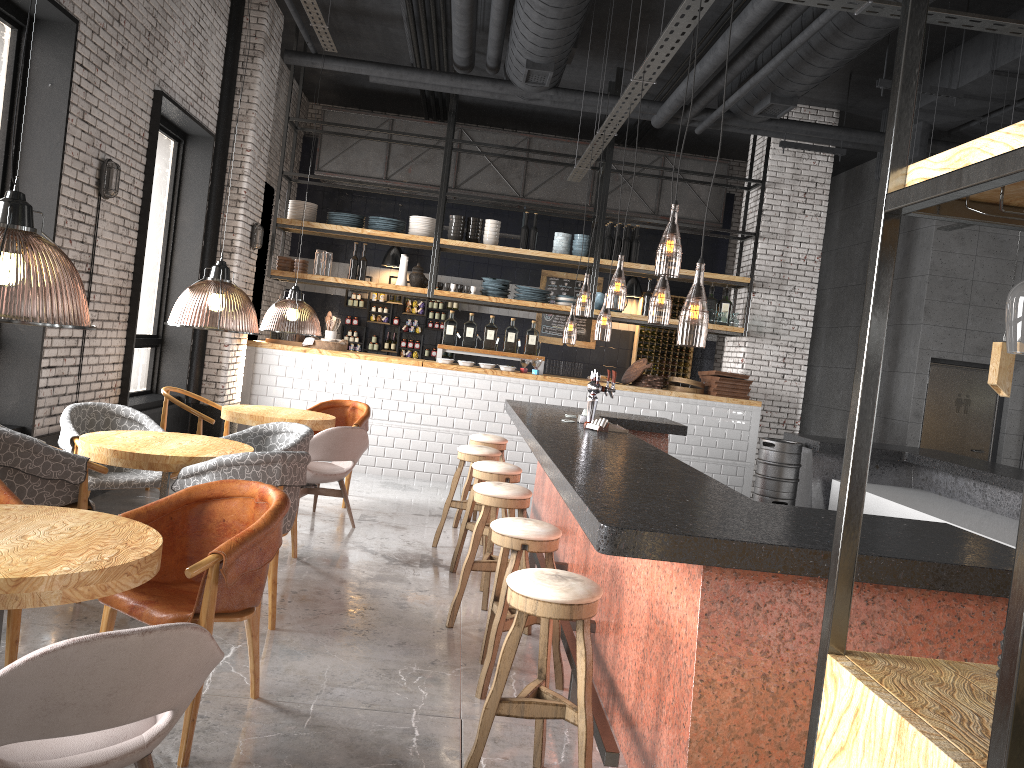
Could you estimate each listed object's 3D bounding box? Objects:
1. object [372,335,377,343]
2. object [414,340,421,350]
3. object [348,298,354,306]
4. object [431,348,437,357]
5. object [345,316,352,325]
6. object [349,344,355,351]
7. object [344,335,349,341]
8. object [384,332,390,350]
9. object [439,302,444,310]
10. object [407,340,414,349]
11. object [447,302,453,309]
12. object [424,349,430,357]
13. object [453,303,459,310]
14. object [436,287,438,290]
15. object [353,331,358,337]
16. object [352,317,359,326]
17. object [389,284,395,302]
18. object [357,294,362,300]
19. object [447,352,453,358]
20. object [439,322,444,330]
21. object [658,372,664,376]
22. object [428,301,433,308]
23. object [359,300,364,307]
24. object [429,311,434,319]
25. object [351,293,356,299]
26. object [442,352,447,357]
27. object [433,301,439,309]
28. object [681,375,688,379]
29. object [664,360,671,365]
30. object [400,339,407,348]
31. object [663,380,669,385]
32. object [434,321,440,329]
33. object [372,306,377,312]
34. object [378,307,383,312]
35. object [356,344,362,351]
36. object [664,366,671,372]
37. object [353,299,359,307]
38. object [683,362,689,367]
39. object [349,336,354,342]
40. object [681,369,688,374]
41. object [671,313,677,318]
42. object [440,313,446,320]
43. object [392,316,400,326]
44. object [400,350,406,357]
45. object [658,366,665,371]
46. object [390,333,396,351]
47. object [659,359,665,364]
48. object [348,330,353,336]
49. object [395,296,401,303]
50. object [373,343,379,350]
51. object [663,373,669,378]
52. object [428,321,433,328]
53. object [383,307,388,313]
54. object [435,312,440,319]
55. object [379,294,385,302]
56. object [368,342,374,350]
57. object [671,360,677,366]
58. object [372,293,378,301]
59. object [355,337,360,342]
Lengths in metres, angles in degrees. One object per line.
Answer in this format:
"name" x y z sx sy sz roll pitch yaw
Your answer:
"object" -2.105 -0.687 13.568 0.076 0.111 0.076 7 2 -9
"object" -1.452 -0.601 13.626 0.100 0.139 0.088 7 1 -3
"object" -2.459 -1.248 13.528 0.076 0.111 0.076 7 2 7
"object" -1.195 -0.482 13.644 0.100 0.139 0.088 7 1 -3
"object" -2.498 -0.972 13.556 0.100 0.139 0.088 7 1 -3
"object" -2.450 -0.566 13.574 0.090 0.101 0.111 5 2 -42
"object" -2.525 -0.698 13.539 0.071 0.083 0.071 7 2 7
"object" -1.910 -0.661 13.593 0.079 0.280 0.079 7 1 5
"object" -1.084 -1.200 13.610 0.076 0.111 0.076 7 2 -9
"object" -1.554 -0.613 13.620 0.100 0.139 0.088 7 1 -3
"object" -0.948 -1.293 13.633 0.079 0.280 0.079 6 1 -30
"object" -1.307 -0.480 13.616 0.076 0.111 0.076 6 2 -39
"object" -0.854 -1.282 13.638 0.079 0.280 0.079 7 1 -10
"object" -1.141 -1.430 13.603 0.076 0.111 0.076 7 2 -9
"object" -2.394 -0.766 13.543 0.071 0.083 0.070 8 2 36
"object" -2.390 -0.960 13.563 0.100 0.139 0.088 7 1 -3
"object" -1.824 -1.396 13.580 0.079 0.280 0.079 7 1 0
"object" -2.330 -1.330 13.532 0.071 0.083 0.071 8 2 21
"object" -0.942 -0.546 13.654 0.079 0.280 0.079 7 1 0
"object" -1.072 -0.895 13.638 0.081 0.113 0.071 7 1 -4
"object" 2.306 -0.137 13.738 0.079 0.079 0.281 7 2 -4
"object" -1.248 -1.219 13.599 0.076 0.111 0.076 7 2 7
"object" -2.296 -1.229 13.539 0.076 0.111 0.076 7 2 -9
"object" -1.233 -1.059 13.603 0.076 0.111 0.076 7 2 22
"object" -2.411 -1.340 13.528 0.070 0.083 0.071 6 2 -13
"object" -1.031 -0.557 13.645 0.079 0.280 0.079 7 1 15
"object" -1.166 -1.209 13.603 0.076 0.111 0.076 7 2 16
"object" 2.680 -0.092 13.761 0.079 0.079 0.281 7 2 -4
"object" 2.424 -0.335 13.755 0.079 0.079 0.281 7 2 -4
"object" -1.662 -0.626 13.614 0.100 0.139 0.088 7 1 -3
"object" 2.388 -0.021 13.737 0.079 0.079 0.281 7 2 -4
"object" -1.155 -0.904 13.633 0.081 0.113 0.071 7 1 -4
"object" -2.105 -1.148 13.551 0.071 0.083 0.071 8 2 22
"object" -2.012 -1.137 13.556 0.070 0.083 0.071 6 2 -13
"object" -2.351 -0.554 13.581 0.090 0.101 0.111 6 2 -37
"object" 2.412 -0.230 13.741 0.079 0.079 0.281 7 2 -4
"object" -2.377 -1.239 13.533 0.076 0.111 0.076 7 2 16
"object" 2.705 -0.301 13.756 0.079 0.079 0.281 7 2 -4
"object" -2.447 -0.689 13.543 0.070 0.083 0.071 6 2 -13
"object" 2.692 -0.197 13.774 0.079 0.079 0.281 7 2 -4
"object" 2.514 -1.063 13.702 0.079 0.079 0.284 7 2 -4
"object" -1.056 -1.038 13.615 0.076 0.111 0.076 6 2 -39
"object" -1.777 -0.968 13.598 0.100 0.139 0.088 7 1 -3
"object" -1.673 -0.480 13.608 0.092 0.112 0.100 6 2 -17
"object" 2.319 -0.240 13.727 0.079 0.079 0.281 7 2 -4
"object" -1.816 -0.649 13.599 0.079 0.280 0.079 6 2 -35
"object" 2.332 -0.345 13.734 0.079 0.079 0.281 7 2 -4
"object" -2.471 -0.776 13.544 0.071 0.083 0.071 8 2 22
"object" -1.732 -1.385 13.585 0.079 0.280 0.079 6 1 -25
"object" -2.077 -0.571 13.571 0.076 0.111 0.076 7 2 2
"object" 2.399 -0.126 13.759 0.079 0.079 0.281 7 2 -4
"object" -1.252 -0.916 13.627 0.081 0.113 0.071 7 1 -4
"object" -1.927 -1.127 13.561 0.070 0.083 0.071 6 2 -13
"object" -1.145 -1.049 13.609 0.076 0.111 0.076 6 2 -29
"object" -1.985 -1.329 13.553 0.079 0.156 0.079 6 1 -18
"object" -2.158 -0.581 13.564 0.076 0.111 0.076 6 2 -29
"object" 2.519 -0.323 13.745 0.079 0.079 0.281 7 2 -4
"object" -2.092 -1.342 13.546 0.079 0.156 0.079 8 2 27
"object" -2.365 -0.679 13.548 0.071 0.083 0.071 8 2 21
